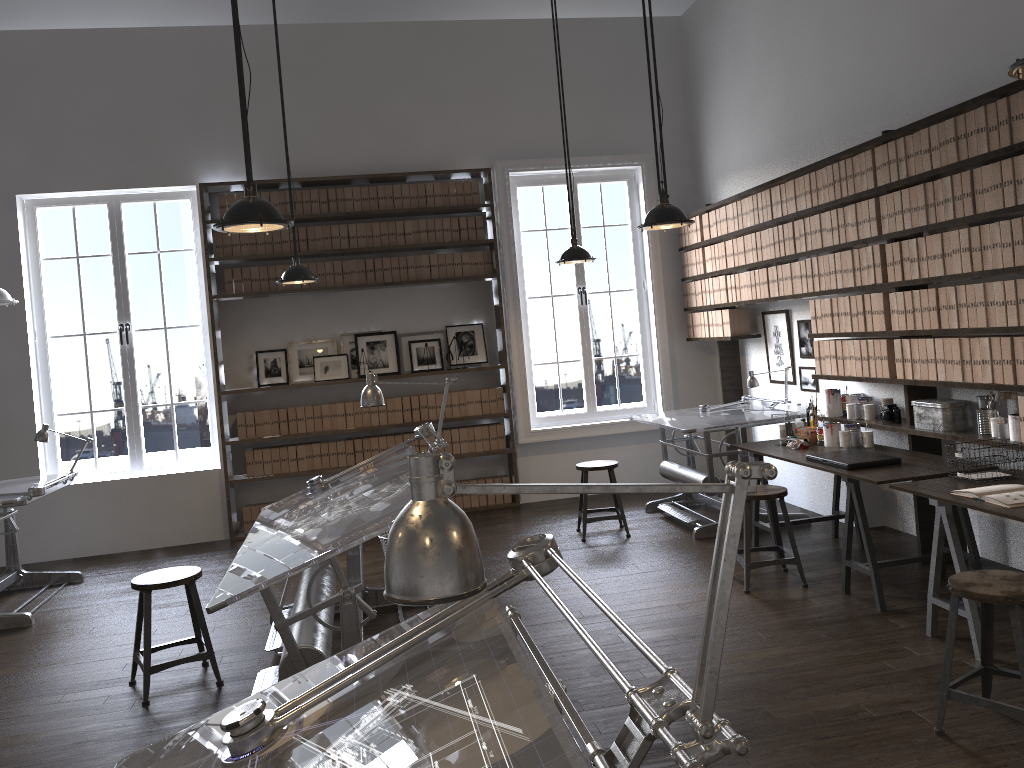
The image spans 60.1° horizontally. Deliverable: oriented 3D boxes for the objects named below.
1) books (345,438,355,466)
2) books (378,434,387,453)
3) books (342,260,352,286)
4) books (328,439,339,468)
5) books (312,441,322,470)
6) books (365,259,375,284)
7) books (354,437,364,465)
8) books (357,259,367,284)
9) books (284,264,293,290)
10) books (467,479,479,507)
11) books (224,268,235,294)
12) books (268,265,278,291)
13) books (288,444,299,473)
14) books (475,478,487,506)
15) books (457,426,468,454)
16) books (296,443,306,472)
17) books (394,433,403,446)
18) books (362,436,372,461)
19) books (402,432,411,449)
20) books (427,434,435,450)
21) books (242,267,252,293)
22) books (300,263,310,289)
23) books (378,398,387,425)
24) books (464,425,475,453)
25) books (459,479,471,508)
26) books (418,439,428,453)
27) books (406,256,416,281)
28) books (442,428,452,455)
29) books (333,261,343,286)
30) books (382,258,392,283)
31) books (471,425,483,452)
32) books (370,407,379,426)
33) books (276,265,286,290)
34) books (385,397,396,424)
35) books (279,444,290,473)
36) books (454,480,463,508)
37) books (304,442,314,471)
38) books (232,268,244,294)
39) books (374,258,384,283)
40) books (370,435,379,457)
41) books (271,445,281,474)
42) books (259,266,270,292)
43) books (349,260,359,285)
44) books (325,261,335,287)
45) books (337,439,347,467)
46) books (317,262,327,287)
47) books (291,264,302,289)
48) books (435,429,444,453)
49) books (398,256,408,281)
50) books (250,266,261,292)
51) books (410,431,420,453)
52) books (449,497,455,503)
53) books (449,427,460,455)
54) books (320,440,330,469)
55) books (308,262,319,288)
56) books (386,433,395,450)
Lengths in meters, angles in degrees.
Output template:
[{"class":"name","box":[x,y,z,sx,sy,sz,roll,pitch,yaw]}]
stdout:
[{"class":"books","box":[-1.415,0.592,7.735,0.067,0.225,0.174,-5,1,-10]},{"class":"books","box":[-1.132,0.565,7.783,0.067,0.225,0.174,-5,1,-10]},{"class":"books","box":[-1.445,-0.962,7.745,0.067,0.226,0.174,-5,1,-10]},{"class":"books","box":[-1.554,0.606,7.710,0.067,0.225,0.174,-5,1,-10]},{"class":"books","box":[-1.688,0.619,7.680,0.067,0.226,0.174,-5,1,-10]},{"class":"books","box":[-1.246,-0.981,7.782,0.067,0.226,0.174,-5,1,-10]},{"class":"books","box":[-1.340,0.585,7.743,0.067,0.226,0.174,-5,1,-10]},{"class":"books","box":[-1.319,-0.974,7.774,0.067,0.225,0.174,-5,1,-10]},{"class":"books","box":[-1.926,-0.916,7.663,0.067,0.225,0.174,-5,1,-10]},{"class":"books","box":[-0.347,0.973,7.916,0.067,0.225,0.174,-5,1,-10]},{"class":"books","box":[-2.413,-0.868,7.577,0.067,0.225,0.174,-5,1,-10]},{"class":"books","box":[-2.058,-0.903,7.640,0.067,0.225,0.174,-5,1,-10]},{"class":"books","box":[-1.887,0.638,7.645,0.067,0.226,0.174,-5,1,-10]},{"class":"books","box":[-0.278,0.966,7.934,0.067,0.225,0.174,-5,1,-10]},{"class":"books","box":[-0.442,0.498,7.907,0.067,0.225,0.174,-5,1,-10]},{"class":"books","box":[-1.816,0.631,7.660,0.067,0.225,0.174,-5,1,-10]},{"class":"books","box":[-0.996,0.552,7.809,0.067,0.225,0.174,-5,1,-10]},{"class":"books","box":[-1.269,0.578,7.762,0.067,0.225,0.174,-5,1,-10]},{"class":"books","box":[-0.923,0.545,7.822,0.067,0.225,0.174,-5,1,-10]},{"class":"books","box":[-0.718,0.525,7.857,0.067,0.225,0.174,-5,1,-10]},{"class":"books","box":[-2.266,-0.883,7.603,0.067,0.225,0.174,-5,1,-10]},{"class":"books","box":[-1.792,-0.928,7.683,0.067,0.226,0.174,-5,1,-10]},{"class":"books","box":[-1.139,0.242,7.783,0.067,0.225,0.174,-5,1,-10]},{"class":"books","box":[-0.380,0.492,7.920,0.067,0.225,0.174,-5,1,-10]},{"class":"books","box":[-0.417,0.980,7.908,0.067,0.225,0.174,-5,1,-10]},{"class":"books","box":[-0.789,0.532,7.841,0.067,0.225,0.174,-5,1,-10]},{"class":"books","box":[-0.897,-1.015,7.844,0.067,0.226,0.174,-5,1,-10]},{"class":"books","box":[-0.582,0.512,7.884,0.067,0.225,0.174,-5,1,-10]},{"class":"books","box":[-1.515,-0.955,7.732,0.067,0.225,0.174,-5,1,-10]},{"class":"books","box":[-1.103,-0.995,7.808,0.067,0.225,0.174,-5,1,-10]},{"class":"books","box":[-0.314,0.486,7.927,0.067,0.226,0.174,-5,1,-10]},{"class":"books","box":[-1.211,0.249,7.773,0.067,0.225,0.174,-5,1,-10]},{"class":"books","box":[-1.990,-0.909,7.647,0.067,0.226,0.174,-5,1,-10]},{"class":"books","box":[-1.068,0.235,7.795,0.067,0.226,0.174,-5,1,-10]},{"class":"books","box":[-1.956,0.645,7.636,0.067,0.225,0.174,-5,1,-10]},{"class":"books","box":[-0.487,0.987,7.895,0.067,0.225,0.174,-5,1,-10]},{"class":"books","box":[-1.755,0.625,7.672,0.067,0.225,0.174,-5,1,-10]},{"class":"books","box":[-2.339,-0.875,7.585,0.067,0.226,0.174,-5,1,-10]},{"class":"books","box":[-1.173,-0.988,7.801,0.067,0.225,0.174,-5,1,-10]},{"class":"books","box":[-1.203,0.572,7.767,0.067,0.225,0.174,-5,1,-10]},{"class":"books","box":[-2.025,0.651,7.626,0.067,0.225,0.174,-5,1,-10]},{"class":"books","box":[-2.127,-0.896,7.628,0.067,0.225,0.174,-5,1,-10]},{"class":"books","box":[-1.383,-0.968,7.760,0.067,0.225,0.174,-5,1,-10]},{"class":"books","box":[-1.587,-0.948,7.722,0.067,0.225,0.174,-5,1,-10]},{"class":"books","box":[-1.484,0.599,7.718,0.067,0.225,0.174,-5,1,-10]},{"class":"books","box":[-1.656,-0.942,7.714,0.067,0.225,0.174,-5,1,-10]},{"class":"books","box":[-1.864,-0.921,7.673,0.067,0.225,0.174,-5,1,-10]},{"class":"books","box":[-0.651,0.518,7.874,0.067,0.225,0.174,-5,1,-10]},{"class":"books","box":[-0.964,-1.009,7.838,0.067,0.225,0.174,-5,1,-10]},{"class":"books","box":[-2.196,-0.889,7.611,0.067,0.225,0.174,-5,1,-10]},{"class":"books","box":[-0.860,0.539,7.828,0.067,0.226,0.174,-5,1,-10]},{"class":"books","box":[-0.552,0.993,7.878,0.067,0.226,0.174,-5,1,-10]},{"class":"books","box":[-0.512,0.505,7.893,0.067,0.226,0.174,-5,1,-10]},{"class":"books","box":[-1.623,0.613,7.697,0.067,0.225,0.174,-5,1,-10]},{"class":"books","box":[-1.724,-0.935,7.700,0.067,0.225,0.174,-5,1,-10]},{"class":"books","box":[-1.065,0.558,7.799,0.067,0.225,0.174,-5,1,-10]}]
